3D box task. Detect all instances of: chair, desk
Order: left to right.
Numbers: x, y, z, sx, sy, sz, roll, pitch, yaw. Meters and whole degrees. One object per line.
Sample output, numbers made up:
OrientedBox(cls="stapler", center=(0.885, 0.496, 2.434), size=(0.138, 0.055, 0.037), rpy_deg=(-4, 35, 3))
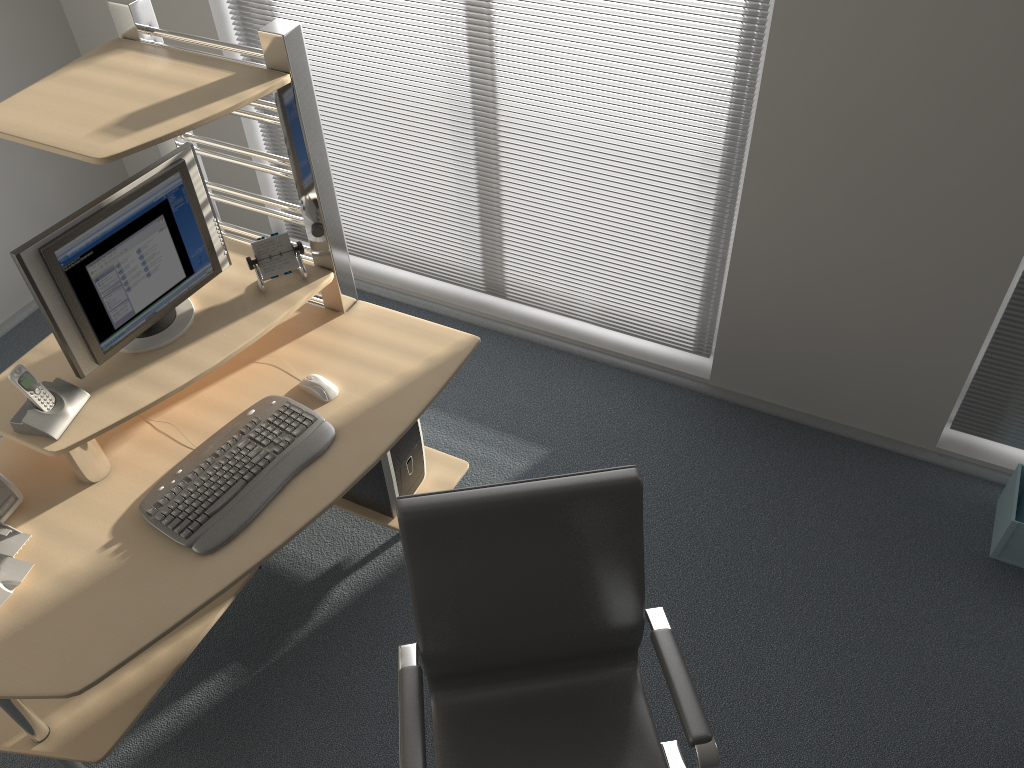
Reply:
OrientedBox(cls="desk", center=(-0.845, 0.167, 2.187), size=(0.967, 1.566, 1.469), rpy_deg=(18, 49, 20))
OrientedBox(cls="chair", center=(0.078, 0.782, 1.893), size=(0.584, 1.048, 0.652), rpy_deg=(-7, 45, -4))

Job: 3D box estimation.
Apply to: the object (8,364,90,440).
OrientedBox(cls="object", center=(-1.111, 0.022, 2.086), size=(0.119, 0.151, 0.150), rpy_deg=(7, 46, 10))

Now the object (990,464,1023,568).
OrientedBox(cls="object", center=(1.637, 0.429, 2.773), size=(0.185, 0.202, 0.245), rpy_deg=(18, 49, 20))

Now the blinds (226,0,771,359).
OrientedBox(cls="blinds", center=(-0.175, -1.358, 2.692), size=(1.950, 2.749, 0.037), rpy_deg=(18, 49, 20))

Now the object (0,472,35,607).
OrientedBox(cls="object", center=(-1.265, 0.372, 1.961), size=(0.351, 0.162, 0.438), rpy_deg=(12, 47, 14))

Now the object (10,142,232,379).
OrientedBox(cls="object", center=(-0.973, -0.319, 2.229), size=(0.245, 0.418, 0.516), rpy_deg=(31, 54, 29))

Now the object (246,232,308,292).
OrientedBox(cls="object", center=(-0.646, -0.339, 2.431), size=(0.154, 0.135, 0.093), rpy_deg=(-21, 48, -17))

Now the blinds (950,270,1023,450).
OrientedBox(cls="blinds", center=(2.338, -0.546, 1.757), size=(1.950, 2.770, 0.022), rpy_deg=(18, 49, 20))

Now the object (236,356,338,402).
OrientedBox(cls="object", center=(-0.770, -0.109, 2.540), size=(0.742, 0.088, 0.168), rpy_deg=(20, 49, 21))

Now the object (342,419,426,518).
OrientedBox(cls="object", center=(-0.528, 0.153, 2.795), size=(0.471, 0.422, 0.199), rpy_deg=(18, 49, 20))

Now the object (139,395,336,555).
OrientedBox(cls="object", center=(-0.894, 0.122, 2.321), size=(0.814, 0.082, 0.478), rpy_deg=(24, 51, 24))
